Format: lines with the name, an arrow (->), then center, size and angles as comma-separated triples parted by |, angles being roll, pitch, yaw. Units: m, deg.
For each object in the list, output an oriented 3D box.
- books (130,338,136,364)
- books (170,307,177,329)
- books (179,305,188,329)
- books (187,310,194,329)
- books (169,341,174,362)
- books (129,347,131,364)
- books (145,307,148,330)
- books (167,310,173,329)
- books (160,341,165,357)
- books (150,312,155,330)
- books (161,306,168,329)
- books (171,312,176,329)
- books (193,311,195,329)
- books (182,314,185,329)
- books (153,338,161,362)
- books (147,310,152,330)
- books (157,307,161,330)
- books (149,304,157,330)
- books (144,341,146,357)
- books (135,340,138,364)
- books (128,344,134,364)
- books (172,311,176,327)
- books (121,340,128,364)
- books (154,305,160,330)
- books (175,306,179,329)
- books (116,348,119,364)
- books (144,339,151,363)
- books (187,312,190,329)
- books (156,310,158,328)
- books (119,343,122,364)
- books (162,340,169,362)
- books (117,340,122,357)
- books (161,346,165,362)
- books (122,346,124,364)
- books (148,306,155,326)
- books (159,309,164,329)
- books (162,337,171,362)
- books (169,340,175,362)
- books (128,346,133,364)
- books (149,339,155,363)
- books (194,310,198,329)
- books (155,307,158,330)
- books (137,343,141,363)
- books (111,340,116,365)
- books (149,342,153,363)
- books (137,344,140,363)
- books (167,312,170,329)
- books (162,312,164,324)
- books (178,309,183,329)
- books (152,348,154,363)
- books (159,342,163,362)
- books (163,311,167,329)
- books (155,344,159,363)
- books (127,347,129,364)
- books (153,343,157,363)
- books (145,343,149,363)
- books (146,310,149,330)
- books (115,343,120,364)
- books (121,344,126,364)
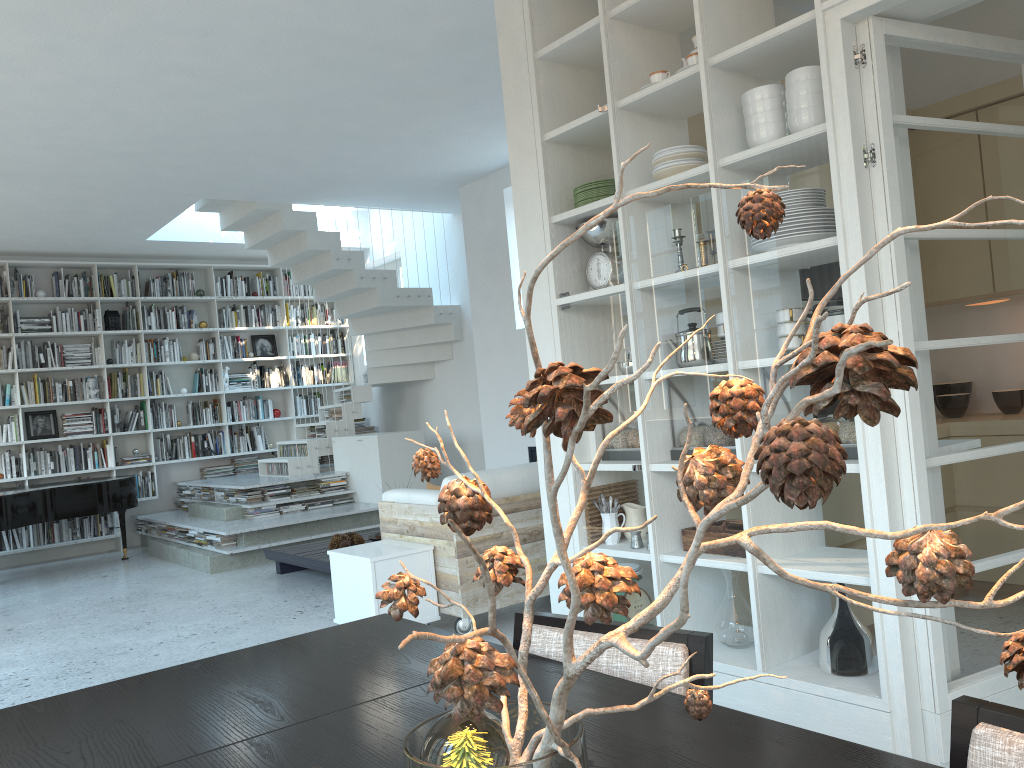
books -> -4.238, -0.357, 9.909 | 0.028, 0.293, 0.154 | -5, -1, -37
books -> -3.892, -0.739, 10.196 | 0.012, 0.264, 0.156 | -5, -1, -37
books -> -3.798, -0.757, 10.250 | 0.029, 0.285, 0.183 | -5, -1, -37
books -> -3.740, -0.736, 10.296 | 0.054, 0.235, 0.171 | -5, -1, -37
books -> -3.917, -0.359, 10.141 | 0.025, 0.245, 0.183 | -5, -1, -37
books -> -4.273, -0.305, 9.867 | 0.027, 0.196, 0.185 | -5, -1, -37
books -> -4.152, -0.725, 10.019 | 0.011, 0.280, 0.133 | -5, -1, -37
books -> -3.929, -0.722, 10.165 | 0.023, 0.237, 0.149 | -5, -1, -37
books -> -3.985, -0.359, 10.106 | 0.011, 0.257, 0.131 | -5, -1, -37
books -> -4.086, -0.695, 10.028 | 0.026, 0.208, 0.181 | -5, -1, -37
books -> -3.973, -0.742, 10.151 | 0.013, 0.284, 0.154 | -5, -1, -37
books -> -3.902, -0.710, 10.167 | 0.021, 0.209, 0.181 | -5, -1, -37
books -> -3.727, -0.728, 10.317 | 0.048, 0.216, 0.182 | -5, -1, -37
books -> -3.823, -0.703, 10.243 | 0.027, 0.181, 0.176 | -5, -1, -37
books -> -4.021, -0.369, 10.053 | 0.014, 0.280, 0.177 | -5, -1, -37
books -> -4.119, -0.710, 10.027 | 0.026, 0.243, 0.148 | -5, -1, -37
books -> -4.040, -0.732, 10.106 | 0.012, 0.276, 0.133 | -5, -1, -37
books -> -4.072, -0.745, 10.056 | 0.014, 0.307, 0.152 | -5, -1, -37
books -> -4.155, -0.343, 9.958 | 0.028, 0.251, 0.190 | -5, -1, -37
books -> -4.224, -0.350, 9.917 | 0.025, 0.277, 0.173 | -5, -1, -37
books -> -4.248, -0.326, 9.897 | 0.024, 0.234, 0.149 | -5, -1, -37
books -> -3.898, -0.717, 10.187 | 0.011, 0.222, 0.159 | -5, -1, -37
books -> -4.296, -0.343, 9.835 | 0.028, 0.275, 0.187 | -5, -1, -37
books -> -4.050, -0.741, 10.090 | 0.021, 0.296, 0.138 | -5, -1, -37
books -> -3.876, -0.750, 10.225 | 0.012, 0.285, 0.159 | -5, -1, -37
books -> -4.374, -0.292, 9.787 | 0.028, 0.185, 0.181 | -5, -1, -37
books -> -4.117, -0.359, 10.012 | 0.014, 0.278, 0.154 | -5, -1, -37
books -> -3.779, -0.722, 10.280 | 0.030, 0.213, 0.157 | -5, -1, -37
books -> -4.055, -0.711, 10.077 | 0.012, 0.235, 0.165 | -5, -1, -37
books -> -4.357, -0.325, 9.821 | 0.028, 0.250, 0.164 | -5, -1, -37
books -> -3.954, -0.365, 10.099 | 0.030, 0.263, 0.182 | -5, -1, -37
books -> -4.347, -0.339, 9.831 | 0.019, 0.275, 0.146 | -5, -1, -37
books -> -3.993, -0.327, 10.090 | 0.025, 0.194, 0.171 | -5, -1, -37
books -> -4.335, -0.306, 9.837 | 0.023, 0.207, 0.171 | -5, -1, -37
books -> -4.085, -0.732, 10.053 | 0.011, 0.283, 0.173 | -5, -1, -37
books -> -4.009, -0.718, 10.098 | 0.027, 0.241, 0.160 | -5, -1, -37
books -> -3.949, -0.381, 10.137 | 0.027, 0.295, 0.159 | -5, -1, -37
books -> -3.910, -0.368, 10.171 | 0.024, 0.262, 0.133 | -5, -1, -37
books -> -4.258, -0.314, 9.880 | 0.029, 0.211, 0.158 | -5, -1, -37
books -> -4.086, -0.364, 10.051 | 0.014, 0.284, 0.135 | -5, -1, -37
books -> -3.708, -0.735, 10.353 | 0.026, 0.229, 0.140 | -5, -1, -37
books -> -4.060, -0.727, 10.063 | 0.010, 0.268, 0.166 | -5, -1, -37
books -> -4.193, -0.332, 9.938 | 0.026, 0.238, 0.173 | -5, -1, -37
books -> -4.402, -0.340, 9.797 | 0.018, 0.285, 0.159 | -5, -1, -37
books -> -4.095, -0.346, 10.007 | 0.014, 0.248, 0.176 | -5, -1, -37
books -> -4.199, -0.328, 9.914 | 0.028, 0.230, 0.177 | -5, -1, -37
books -> -3.954, -0.709, 10.160 | 0.025, 0.216, 0.144 | -5, -1, -37
books -> -4.002, -0.704, 10.125 | 0.014, 0.215, 0.132 | -5, -1, -37
books -> -3.846, -0.729, 10.223 | 0.030, 0.238, 0.186 | -5, -1, -37
books -> -4.085, -0.312, 10.027 | 0.021, 0.179, 0.136 | -5, -1, -37
books -> -4.008, -0.348, 10.069 | 0.022, 0.237, 0.164 | -5, -1, -37
books -> -3.988, -0.710, 10.141 | 0.028, 0.223, 0.142 | -5, -1, -37
books -> -4.046, -0.334, 10.057 | 0.026, 0.216, 0.161 | -5, -1, -37
books -> -4.287, -0.304, 9.853 | 0.024, 0.195, 0.173 | -5, -1, -37
books -> -4.061, -0.343, 10.043 | 0.013, 0.236, 0.157 | -5, -1, -37
books -> -4.136, -0.340, 10.002 | 0.030, 0.242, 0.138 | -5, -1, -37
books -> -4.137, -0.706, 10.021 | 0.012, 0.239, 0.139 | -5, -1, -37
books -> -4.374, -0.320, 9.815 | 0.024, 0.242, 0.159 | -5, -1, -37
books -> -4.321, -0.321, 9.842 | 0.023, 0.236, 0.178 | -5, -1, -37
